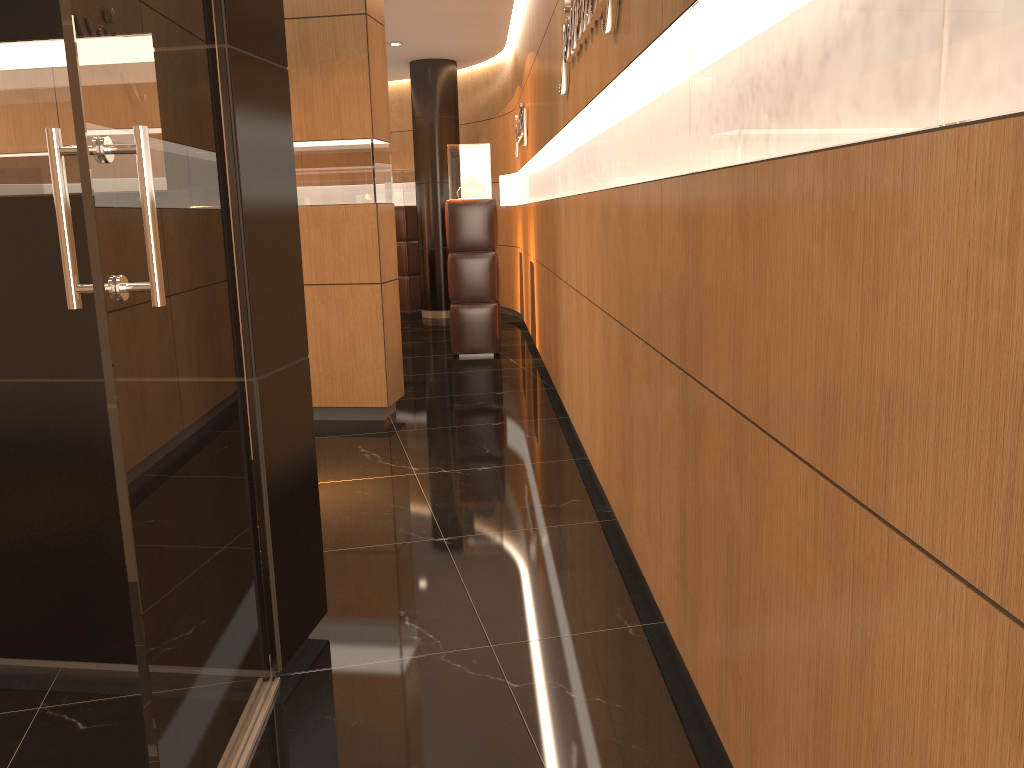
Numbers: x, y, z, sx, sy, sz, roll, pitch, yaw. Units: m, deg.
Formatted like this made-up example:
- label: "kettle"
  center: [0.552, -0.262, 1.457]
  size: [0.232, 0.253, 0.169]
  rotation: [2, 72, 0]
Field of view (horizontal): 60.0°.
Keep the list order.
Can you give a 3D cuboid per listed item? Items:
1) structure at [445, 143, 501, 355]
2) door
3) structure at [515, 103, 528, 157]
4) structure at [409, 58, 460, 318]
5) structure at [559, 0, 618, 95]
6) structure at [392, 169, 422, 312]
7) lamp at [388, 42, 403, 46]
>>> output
- label: "structure"
  center: [-0.381, -1.296, 8.594]
  size: [0.498, 1.968, 0.484]
  rotation: [-2, 11, -2]
- label: "door"
  center: [-0.674, -0.477, 1.106]
  size: [0.098, 3.285, 2.473]
  rotation: [-2, 11, -2]
- label: "structure"
  center: [0.089, -2.691, 9.381]
  size: [0.034, 0.442, 2.050]
  rotation: [-2, 11, -2]
- label: "structure"
  center: [-0.982, -2.621, 11.850]
  size: [0.613, 3.430, 0.613]
  rotation: [-1, 11, 2]
- label: "structure"
  center: [0.319, -1.651, 3.971]
  size: [0.034, 0.442, 2.050]
  rotation: [-2, 11, -2]
- label: "structure"
  center: [-1.511, -2.053, 12.762]
  size: [0.498, 2.000, 0.484]
  rotation: [8, 15, 41]
- label: "lamp"
  center: [-1.340, -3.930, 10.170]
  size: [0.176, 0.068, 0.176]
  rotation: [-3, 11, -8]
